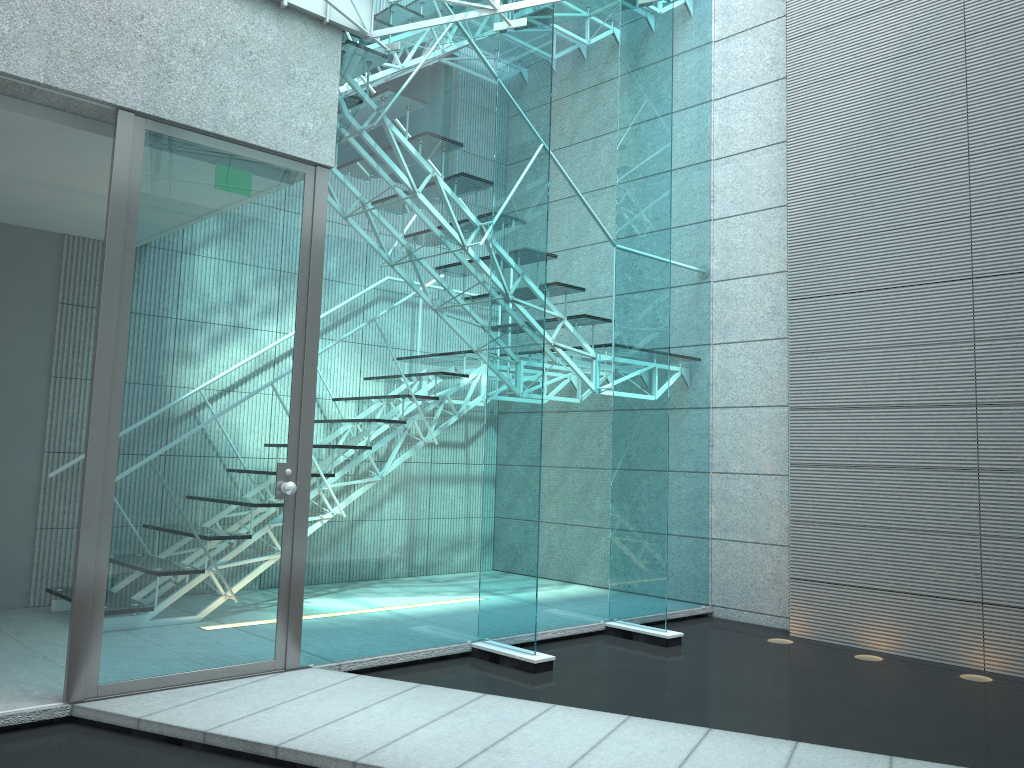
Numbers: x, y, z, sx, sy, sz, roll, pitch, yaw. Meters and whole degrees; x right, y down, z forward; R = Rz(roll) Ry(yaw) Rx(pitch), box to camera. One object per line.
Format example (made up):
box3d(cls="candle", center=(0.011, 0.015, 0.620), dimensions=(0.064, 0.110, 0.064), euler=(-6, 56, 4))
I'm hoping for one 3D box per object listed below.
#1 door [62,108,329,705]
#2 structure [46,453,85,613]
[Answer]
box3d(cls="door", center=(-1.114, 0.060, 3.322), dimensions=(0.863, 2.073, 0.076), euler=(8, -9, -43))
box3d(cls="structure", center=(-0.542, -1.730, 5.378), dimensions=(3.287, 6.032, 1.907), euler=(8, -9, -43))
